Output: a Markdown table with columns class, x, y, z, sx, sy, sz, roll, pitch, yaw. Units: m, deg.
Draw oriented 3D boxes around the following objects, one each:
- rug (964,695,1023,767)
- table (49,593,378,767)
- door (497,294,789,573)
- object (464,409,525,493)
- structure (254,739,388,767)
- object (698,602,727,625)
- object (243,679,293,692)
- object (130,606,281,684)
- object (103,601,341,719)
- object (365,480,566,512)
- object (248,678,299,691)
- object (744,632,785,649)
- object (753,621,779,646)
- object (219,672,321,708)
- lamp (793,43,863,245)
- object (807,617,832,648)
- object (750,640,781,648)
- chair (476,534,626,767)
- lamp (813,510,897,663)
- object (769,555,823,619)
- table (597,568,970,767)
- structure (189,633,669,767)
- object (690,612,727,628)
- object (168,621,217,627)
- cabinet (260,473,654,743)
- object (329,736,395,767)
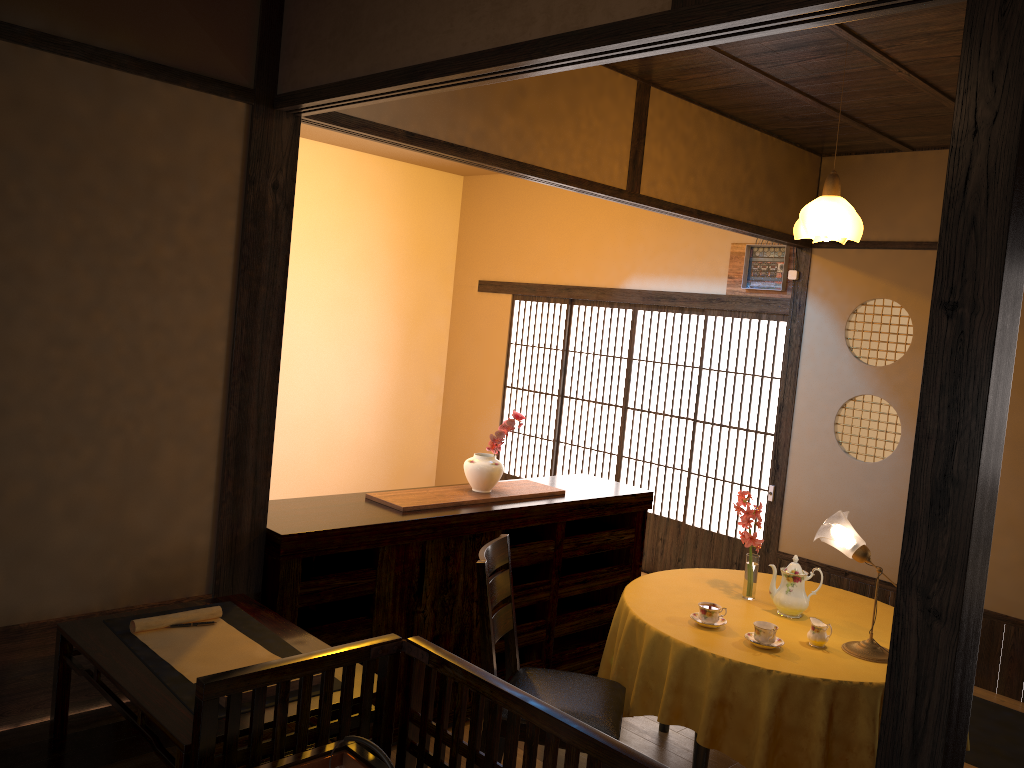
| class | x | y | z | sx | sy | sz | roll | pitch | yaw |
| --- | --- | --- | --- | --- | --- | --- | --- | --- | --- |
| rug | 1.766 | 1.615 | 4.960 | 0.901 | 0.005 | 2.961 | 1 | 6 | -44 |
| table | -0.850 | 0.937 | 2.539 | 0.600 | 0.336 | 0.882 | 2 | 6 | -45 |
| door | 0.855 | 0.371 | 6.892 | 0.066 | 1.997 | 2.654 | 3 | 5 | -45 |
| object | -0.070 | 0.312 | 4.164 | 0.321 | 0.377 | 0.190 | 3 | 4 | -36 |
| structure | -0.347 | 1.059 | 1.824 | 0.452 | 0.300 | 0.667 | 2 | 6 | -45 |
| object | 0.768 | 0.893 | 3.444 | 0.090 | 0.076 | 0.099 | 4 | 4 | -20 |
| object | -0.685 | 0.782 | 2.325 | 0.200 | 0.019 | 0.082 | 1 | 6 | -44 |
| object | -0.884 | 0.740 | 2.564 | 0.275 | 0.038 | 0.431 | 1 | 6 | -44 |
| object | -0.840 | 0.767 | 2.537 | 0.405 | 0.003 | 0.762 | 2 | 6 | -41 |
| object | -0.186 | 0.507 | 4.085 | 0.997 | 0.020 | 0.268 | 1 | 6 | -45 |
| object | -0.615 | 0.792 | 2.328 | 0.180 | 0.012 | 0.012 | 1 | 6 | -45 |
| object | 0.932 | 0.955 | 3.278 | 0.144 | 0.024 | 0.144 | 6 | 4 | 5 |
| object | 0.933 | 0.923 | 3.272 | 0.090 | 0.076 | 0.099 | 8 | 4 | 30 |
| object | -0.647 | 0.785 | 2.344 | 0.295 | 0.028 | 0.121 | 1 | 6 | -44 |
| lamp | 1.314 | -0.978 | 3.575 | 0.276 | 0.809 | 0.250 | 4 | 3 | -23 |
| object | 1.155 | 0.935 | 3.334 | 0.083 | 0.098 | 0.078 | 6 | 4 | 15 |
| object | 0.920 | 0.948 | 3.227 | 0.029 | 0.019 | 0.126 | 2 | 6 | -41 |
| chair | 0.124 | 1.107 | 3.264 | 0.578 | 0.959 | 0.491 | 6 | 3 | 10 |
| lamp | 1.328 | 1.097 | 3.309 | 0.197 | 1.201 | 0.513 | 3 | 4 | -44 |
| object | 1.169 | 0.833 | 3.671 | 0.153 | 0.252 | 0.164 | 4 | 4 | -32 |
| table | 1.078 | 1.300 | 3.671 | 1.442 | 0.694 | 1.447 | 2 | 6 | -44 |
| structure | -0.106 | 0.985 | 1.790 | 0.597 | 0.499 | 1.200 | 2 | 6 | -45 |
| object | 0.763 | 0.925 | 3.450 | 0.144 | 0.024 | 0.144 | 6 | 4 | 5 |
| object | -0.973 | 0.734 | 2.704 | 0.141 | 0.010 | 0.012 | 3 | 4 | -29 |
| cabinet | -0.249 | 0.999 | 4.081 | 2.184 | 0.969 | 0.490 | 1 | 5 | -45 |
| object | -0.305 | 0.826 | 1.795 | 0.198 | 0.216 | 0.198 | 5 | 4 | -6 |
